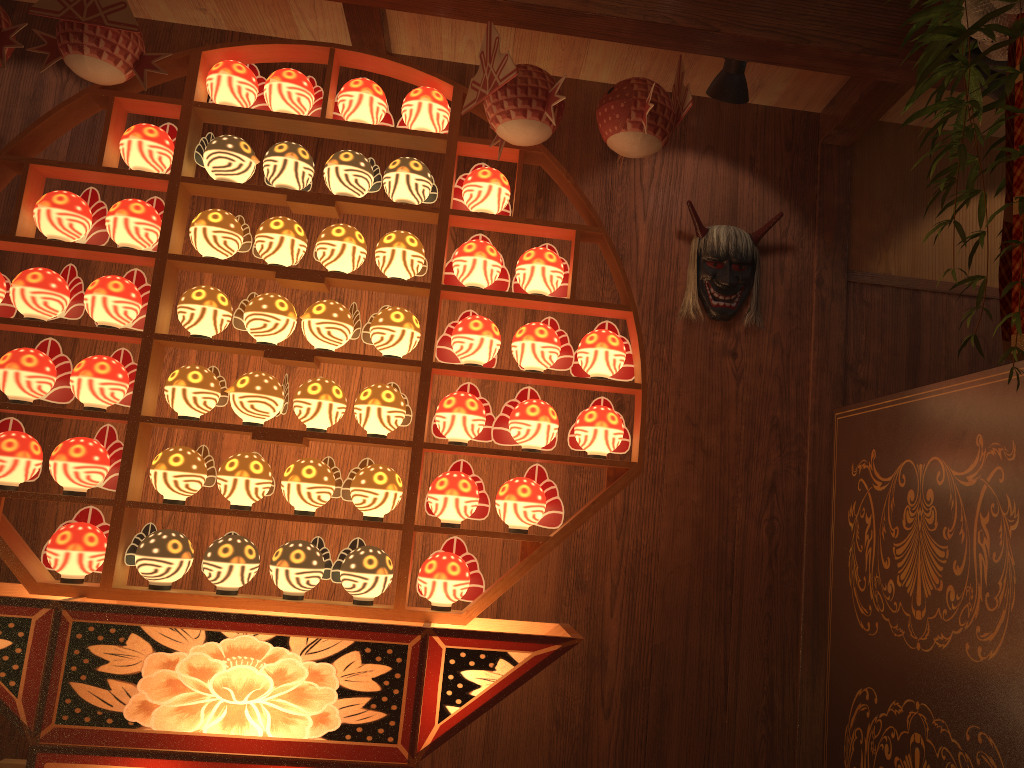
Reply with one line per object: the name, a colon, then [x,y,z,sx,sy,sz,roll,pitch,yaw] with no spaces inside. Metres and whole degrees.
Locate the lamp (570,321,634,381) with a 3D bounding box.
lamp: [0.256,-0.104,2.523,0.198,0.200,0.159,3,-10,10]

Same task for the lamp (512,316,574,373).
lamp: [0.066,-0.119,2.505,0.176,0.192,0.161,1,-11,25]

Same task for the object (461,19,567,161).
object: [0.030,-0.787,2.360,0.247,0.314,0.354,10,-11,-26]

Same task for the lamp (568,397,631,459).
lamp: [0.246,0.117,2.485,0.181,0.192,0.158,4,-10,6]

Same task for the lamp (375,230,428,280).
lamp: [-0.317,-0.368,2.494,0.139,0.173,0.157,5,-10,1]

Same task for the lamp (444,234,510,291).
lamp: [-0.098,-0.359,2.520,0.201,0.200,0.156,6,-10,-4]

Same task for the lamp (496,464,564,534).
lamp: [0.021,0.309,2.429,0.194,0.200,0.162,0,-11,30]

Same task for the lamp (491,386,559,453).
lamp: [0.065,0.095,2.467,0.205,0.200,0.153,9,-10,-19]

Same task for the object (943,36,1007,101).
object: [1.293,-0.814,1.765,0.096,0.752,1.491,6,-10,-2]

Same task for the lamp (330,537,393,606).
lamp: [-0.382,0.500,2.352,0.144,0.173,0.151,13,-12,-38]

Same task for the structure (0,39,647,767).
structure: [-0.617,0.113,2.384,1.974,2.197,0.486,6,-10,-6]

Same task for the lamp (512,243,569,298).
lamp: [0.080,-0.338,2.539,0.187,0.195,0.159,3,-10,10]

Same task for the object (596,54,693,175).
object: [0.342,-0.768,2.396,0.230,0.318,0.362,7,-10,-8]

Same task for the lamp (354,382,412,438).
lamp: [-0.364,0.065,2.420,0.138,0.173,0.159,3,-10,11]

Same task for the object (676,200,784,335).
object: [0.775,-0.400,3.163,0.366,0.454,0.137,6,-10,-5]

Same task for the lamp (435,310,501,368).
lamp: [-0.097,-0.133,2.485,0.194,0.187,0.153,9,-10,-24]

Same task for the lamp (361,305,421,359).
lamp: [-0.321,-0.149,2.462,0.144,0.173,0.152,12,-12,-33]

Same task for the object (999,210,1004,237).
object: [1.687,-0.379,2.558,0.760,1.261,0.529,9,-10,-19]

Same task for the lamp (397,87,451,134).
lamp: [-0.251,-0.805,2.573,0.189,0.188,0.157,5,-10,1]

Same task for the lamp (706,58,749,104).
lamp: [0.679,-0.960,2.786,0.133,0.177,0.177,3,-10,16]

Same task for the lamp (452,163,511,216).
lamp: [-0.070,-0.574,2.559,0.205,0.200,0.153,9,-10,-19]

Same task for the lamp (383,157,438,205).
lamp: [-0.301,-0.584,2.532,0.138,0.173,0.159,3,-10,11]

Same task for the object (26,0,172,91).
object: [-1.041,-0.909,2.254,0.350,0.306,0.214,6,-10,-5]

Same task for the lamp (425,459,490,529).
lamp: [-0.159,0.294,2.408,0.185,0.194,0.158,4,-10,6]

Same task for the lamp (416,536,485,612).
lamp: [-0.183,0.508,2.374,0.192,0.198,0.159,3,-10,10]

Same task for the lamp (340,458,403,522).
lamp: [-0.361,0.284,2.387,0.144,0.173,0.151,13,-12,-38]

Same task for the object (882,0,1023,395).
object: [1.053,-0.572,1.723,0.580,1.261,0.697,8,-10,-15]

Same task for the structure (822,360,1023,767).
structure: [0.898,0.626,1.804,0.273,1.251,0.791,7,-10,-7]

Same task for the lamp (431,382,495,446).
lamp: [-0.142,0.076,2.445,0.188,0.195,0.158,4,-10,5]

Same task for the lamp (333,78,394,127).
lamp: [-0.430,-0.829,2.555,0.204,0.200,0.154,8,-10,-14]

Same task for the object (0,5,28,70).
object: [-1.365,-0.933,2.212,0.357,0.311,0.243,1,-10,21]
